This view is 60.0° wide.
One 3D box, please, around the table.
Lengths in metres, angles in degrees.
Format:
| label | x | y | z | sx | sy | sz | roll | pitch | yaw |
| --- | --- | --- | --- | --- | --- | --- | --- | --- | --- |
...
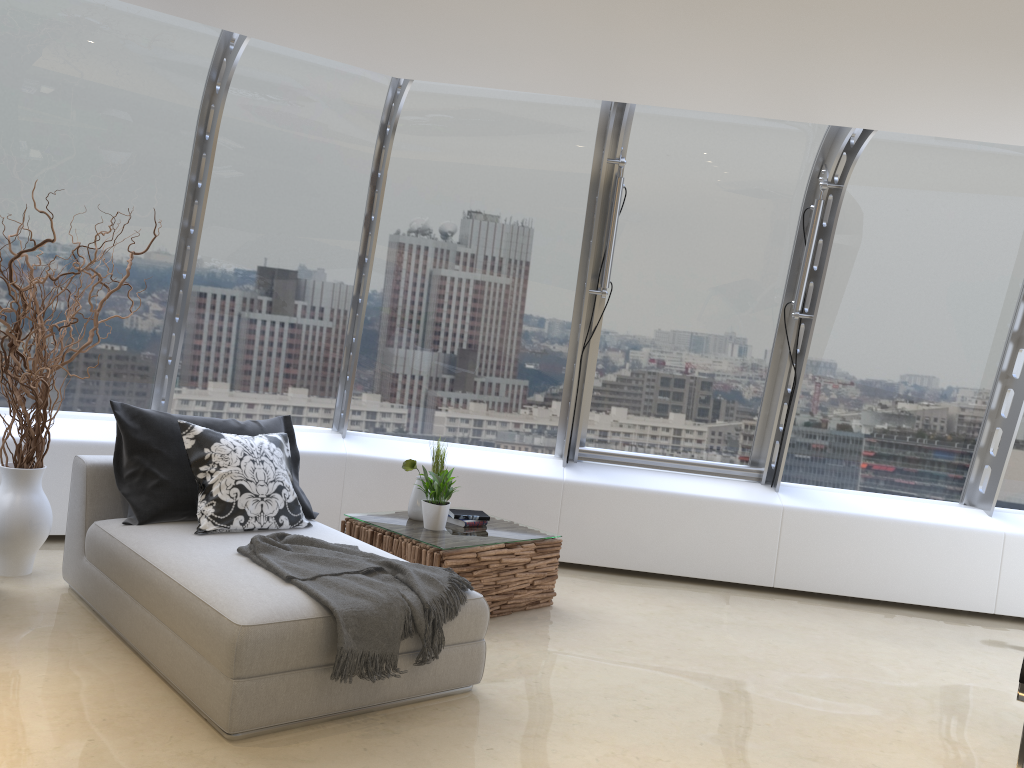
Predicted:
| label | x | y | z | sx | sy | sz | roll | pitch | yaw |
| --- | --- | --- | --- | --- | --- | --- | --- | --- | --- |
| table | -0.364 | 1.046 | 5.222 | 0.923 | 0.436 | 1.007 | 8 | 2 | 43 |

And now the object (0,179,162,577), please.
| label | x | y | z | sx | sy | sz | roll | pitch | yaw |
| --- | --- | --- | --- | --- | --- | --- | --- | --- | --- |
| object | -2.731 | -0.037 | 4.553 | 1.370 | 2.059 | 1.508 | 6 | 2 | -11 |

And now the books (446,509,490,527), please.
| label | x | y | z | sx | sy | sz | roll | pitch | yaw |
| --- | --- | --- | --- | --- | --- | --- | --- | --- | --- |
| books | -0.267 | 0.805 | 5.310 | 0.265 | 0.063 | 0.246 | 6 | 2 | -25 |

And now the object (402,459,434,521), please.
| label | x | y | z | sx | sy | sz | roll | pitch | yaw |
| --- | --- | --- | --- | --- | --- | --- | --- | --- | --- |
| object | -0.568 | 0.619 | 5.216 | 0.152 | 0.370 | 0.297 | 8 | 2 | 33 |

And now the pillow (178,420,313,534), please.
| label | x | y | z | sx | sy | sz | roll | pitch | yaw |
| --- | --- | --- | --- | --- | --- | --- | --- | --- | --- |
| pillow | -1.329 | 0.473 | 4.462 | 0.431 | 0.528 | 0.683 | 8 | 2 | 43 |

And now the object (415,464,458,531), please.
| label | x | y | z | sx | sy | sz | roll | pitch | yaw |
| --- | --- | --- | --- | --- | --- | --- | --- | --- | --- |
| object | -0.427 | 0.643 | 5.052 | 0.284 | 0.369 | 0.215 | 7 | 2 | 21 |

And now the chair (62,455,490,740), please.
| label | x | y | z | sx | sy | sz | roll | pitch | yaw |
| --- | --- | --- | --- | --- | --- | --- | --- | --- | --- |
| chair | -1.188 | 0.844 | 4.192 | 1.176 | 0.690 | 2.068 | 5 | 2 | -41 |

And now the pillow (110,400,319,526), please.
| label | x | y | z | sx | sy | sz | roll | pitch | yaw |
| --- | --- | --- | --- | --- | --- | --- | --- | --- | --- |
| pillow | -1.547 | 0.424 | 4.668 | 1.070 | 0.597 | 0.510 | 5 | 2 | -42 |

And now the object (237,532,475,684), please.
| label | x | y | z | sx | sy | sz | roll | pitch | yaw |
| --- | --- | --- | --- | --- | --- | --- | --- | --- | --- |
| object | -0.644 | 0.889 | 3.820 | 0.825 | 0.359 | 1.024 | 5 | 2 | -43 |

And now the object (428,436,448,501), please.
| label | x | y | z | sx | sy | sz | roll | pitch | yaw |
| --- | --- | --- | --- | --- | --- | --- | --- | --- | --- |
| object | -0.464 | 0.553 | 5.432 | 0.153 | 0.511 | 0.150 | 5 | 2 | -43 |

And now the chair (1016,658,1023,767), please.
| label | x | y | z | sx | sy | sz | roll | pitch | yaw |
| --- | --- | --- | --- | --- | --- | --- | --- | --- | --- |
| chair | 2.297 | 1.151 | 3.202 | 0.752 | 0.972 | 0.943 | 8 | 2 | 38 |
